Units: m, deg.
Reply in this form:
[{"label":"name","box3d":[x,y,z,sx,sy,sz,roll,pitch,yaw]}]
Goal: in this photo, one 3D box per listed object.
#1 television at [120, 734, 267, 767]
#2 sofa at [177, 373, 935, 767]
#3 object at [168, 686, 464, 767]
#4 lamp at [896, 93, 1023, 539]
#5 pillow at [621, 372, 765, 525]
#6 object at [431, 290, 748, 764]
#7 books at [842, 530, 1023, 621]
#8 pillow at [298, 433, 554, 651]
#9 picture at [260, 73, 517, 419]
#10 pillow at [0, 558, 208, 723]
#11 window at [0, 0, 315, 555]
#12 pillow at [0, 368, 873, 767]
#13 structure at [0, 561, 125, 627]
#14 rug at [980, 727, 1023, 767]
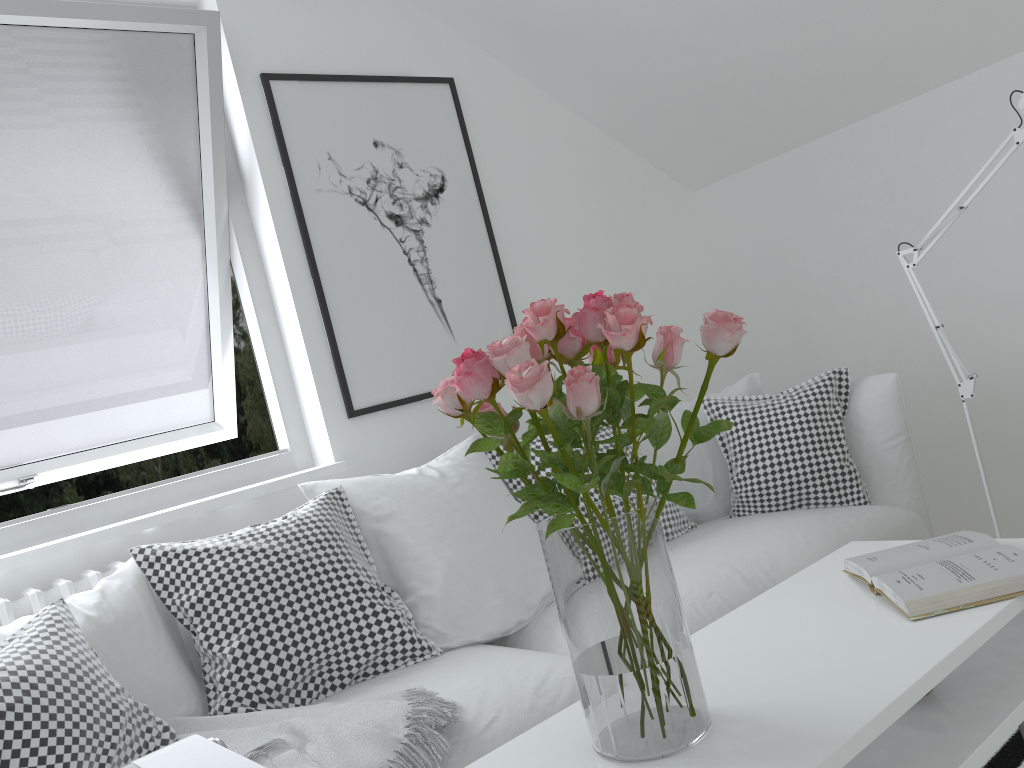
[{"label":"television","box3d":[-0.139,0.397,0.346,0.273,0.374,0.414,-14,0,-38]},{"label":"sofa","box3d":[0.016,0.648,2.168,2.647,0.768,0.917,-14,0,-38]},{"label":"object","box3d":[-0.450,0.754,1.648,0.670,0.291,0.831,-14,0,-39]},{"label":"lamp","box3d":[1.259,0.015,2.156,0.196,1.373,0.527,-14,0,-34]},{"label":"pillow","box3d":[0.568,0.247,2.879,0.623,0.498,0.333,-14,0,-5]},{"label":"object","box3d":[0.134,0.173,1.165,0.350,0.599,0.327,-14,0,-18]},{"label":"books","box3d":[0.724,0.311,1.506,0.231,0.040,0.342,-14,0,4]},{"label":"pillow","box3d":[-0.153,0.418,2.313,0.599,0.505,0.391,-14,0,-38]},{"label":"picture","box3d":[-0.350,-0.485,2.893,0.720,1.072,0.015,-14,0,-38]},{"label":"pillow","box3d":[-0.886,0.617,1.745,0.321,0.491,0.617,-14,0,26]},{"label":"window","box3d":[-4.330,0.588,2.345,12.055,8.137,4.514,-14,0,-38]},{"label":"pillow","box3d":[-0.073,0.399,2.199,2.488,0.513,0.676,-14,0,-36]},{"label":"structure","box3d":[-0.778,0.723,2.270,1.655,0.660,0.206,-14,0,-38]},{"label":"rug","box3d":[1.068,0.773,0.721,1.846,0.004,4.362,-14,0,-38]}]
